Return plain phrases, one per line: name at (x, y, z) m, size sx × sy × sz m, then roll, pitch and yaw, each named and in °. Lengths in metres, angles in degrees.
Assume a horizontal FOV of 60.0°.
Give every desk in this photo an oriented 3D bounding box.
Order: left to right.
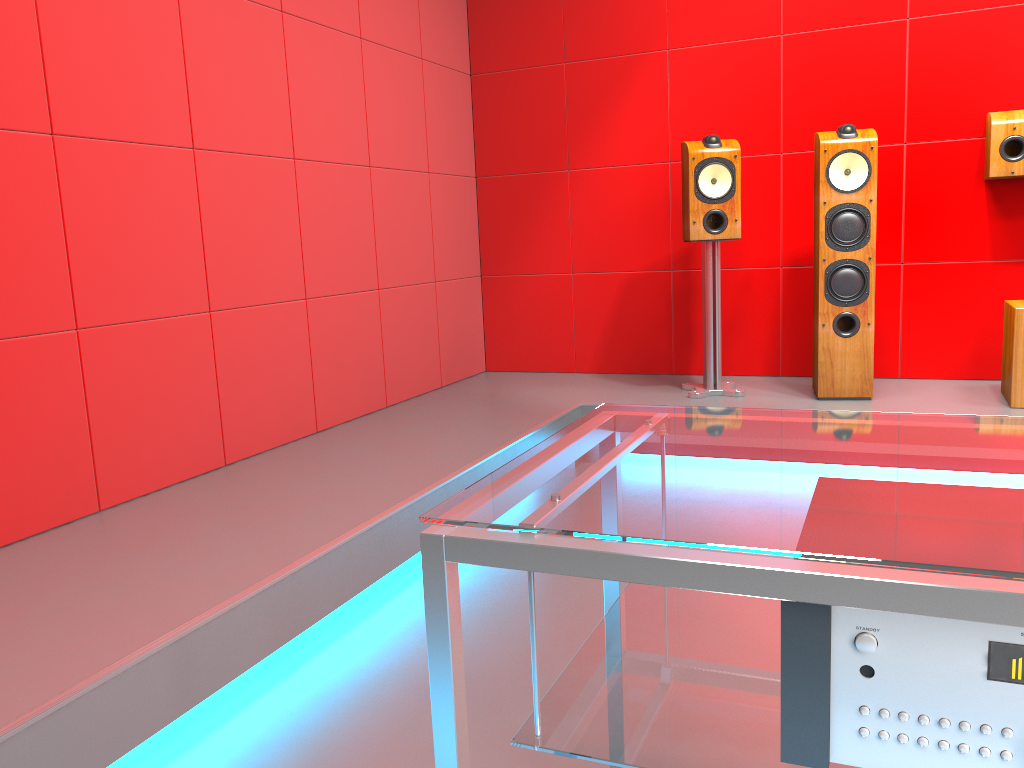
desk at (0.727, 0.430, 0.804) m, size 1.617 × 0.690 × 0.594 m, roll 1°, pitch 10°, yaw 23°

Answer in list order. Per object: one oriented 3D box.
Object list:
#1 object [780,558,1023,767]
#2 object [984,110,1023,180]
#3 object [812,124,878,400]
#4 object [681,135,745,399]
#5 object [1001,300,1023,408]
object at (0.487, 0.225, 0.800) m, size 0.431 × 0.158 × 0.371 m, roll 1°, pitch 10°, yaw 23°
object at (2.106, -0.943, 3.403) m, size 0.493 × 0.271 × 0.235 m, roll 1°, pitch 10°, yaw 23°
object at (1.303, -0.472, 3.486) m, size 0.203 × 1.052 × 0.238 m, roll 0°, pitch 10°, yaw 14°
object at (0.829, -0.486, 3.691) m, size 0.231 × 1.058 × 0.265 m, roll -2°, pitch 9°, yaw 4°
object at (2.014, -0.115, 3.237) m, size 0.360 × 0.360 × 0.360 m, roll 1°, pitch 10°, yaw 23°
